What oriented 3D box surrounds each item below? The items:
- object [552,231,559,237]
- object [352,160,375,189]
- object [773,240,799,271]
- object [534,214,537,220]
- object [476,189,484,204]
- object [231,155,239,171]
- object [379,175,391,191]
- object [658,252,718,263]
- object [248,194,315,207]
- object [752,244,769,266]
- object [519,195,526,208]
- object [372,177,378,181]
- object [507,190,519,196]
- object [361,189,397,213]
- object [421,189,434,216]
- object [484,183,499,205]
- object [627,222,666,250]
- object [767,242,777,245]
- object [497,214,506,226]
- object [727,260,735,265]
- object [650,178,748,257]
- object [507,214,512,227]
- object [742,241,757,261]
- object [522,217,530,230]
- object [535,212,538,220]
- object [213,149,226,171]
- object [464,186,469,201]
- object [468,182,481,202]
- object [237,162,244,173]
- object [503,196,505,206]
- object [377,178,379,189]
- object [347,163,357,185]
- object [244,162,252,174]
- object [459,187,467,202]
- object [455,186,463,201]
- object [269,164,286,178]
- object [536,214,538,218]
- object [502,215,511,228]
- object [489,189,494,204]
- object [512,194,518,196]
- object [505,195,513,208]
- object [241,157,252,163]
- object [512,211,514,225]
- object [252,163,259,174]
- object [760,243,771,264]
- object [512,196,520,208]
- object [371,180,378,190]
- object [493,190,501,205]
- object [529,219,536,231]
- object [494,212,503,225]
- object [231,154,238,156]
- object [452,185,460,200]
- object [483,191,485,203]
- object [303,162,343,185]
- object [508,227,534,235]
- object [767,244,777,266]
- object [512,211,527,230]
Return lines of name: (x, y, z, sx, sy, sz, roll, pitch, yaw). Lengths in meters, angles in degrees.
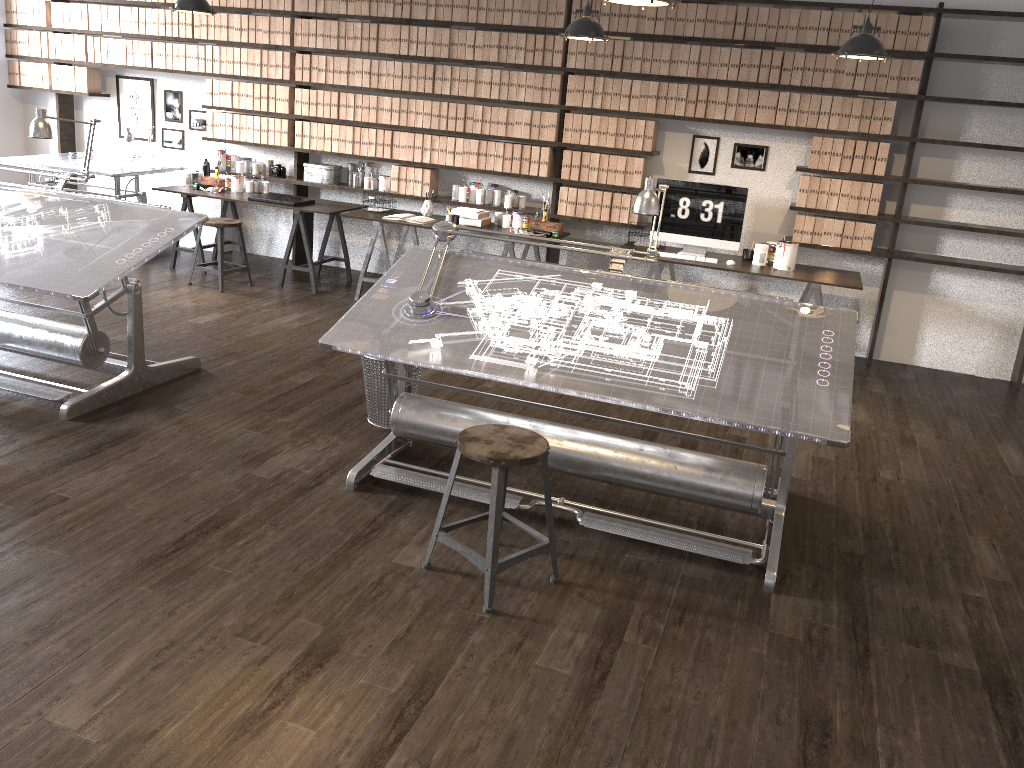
object: (0.328, -1.123, 6.646, 0.049, 0.037, 0.049, 12, 18, 20)
object: (-1.266, -1.800, 7.493, 0.181, 0.268, 0.158, 6, 16, 2)
object: (1.896, -0.885, 6.133, 0.144, 0.193, 0.147, 2, 17, -9)
object: (0.167, -1.249, 6.807, 0.040, 0.128, 0.005, 10, 16, 16)
object: (-0.256, -1.500, 7.099, 0.062, 0.118, 0.062, 1, 17, -13)
object: (-2.470, -1.969, 7.889, 0.070, 0.128, 0.071, -6, 19, -33)
object: (-1.065, -1.676, 7.408, 0.095, 0.126, 0.095, 13, 18, 23)
object: (1.221, -0.889, 6.221, 0.439, 0.017, 0.120, 9, 18, 13)
object: (-1.873, -1.497, 7.206, 0.447, 0.033, 0.315, 11, 19, 17)
object: (1.744, -0.905, 6.215, 0.095, 0.142, 0.095, -11, 23, -44)
object: (0.081, -1.461, 7.103, 0.062, 0.094, 0.062, -8, 21, -38)
object: (-1.156, -1.699, 7.497, 0.062, 0.092, 0.064, -1, 17, -19)
object: (0.002, -1.505, 7.173, 0.094, 0.128, 0.096, 7, 16, 5)
object: (-1.070, -1.475, 7.154, 0.204, 0.158, 0.287, 10, 18, 17)
object: (-0.679, -1.463, 7.151, 0.101, 0.206, 0.103, -3, 18, -26)
object: (-0.178, -1.535, 7.174, 0.094, 0.159, 0.207, 11, 18, 18)
object: (1.008, -1.105, 6.591, 0.284, 0.159, 0.206, 8, 17, 10)
object: (1.872, -0.947, 6.378, 0.095, 0.142, 0.095, 16, 20, 33)
object: (-0.079, -1.283, 6.933, 0.063, 0.092, 0.063, -5, 19, -30)
object: (1.519, -0.843, 6.140, 0.059, 0.028, 0.107, 9, 18, 14)
object: (1.340, -1.191, 6.383, 0.645, 0.511, 0.206, 11, 17, 17)
object: (-0.022, -1.279, 6.934, 0.045, 0.100, 0.045, 10, 17, 17)
object: (1.712, -0.961, 6.385, 0.096, 0.140, 0.093, 4, 16, -3)
object: (0.107, -1.220, 6.775, 0.050, 0.110, 0.049, 11, 17, 20)
object: (0.177, -1.248, 6.809, 0.033, 0.146, 0.005, 10, 16, 17)
object: (-2.590, -1.984, 7.847, 0.107, 0.174, 0.109, 11, 17, 19)
object: (-0.373, -1.543, 7.196, 0.045, 0.126, 0.045, 10, 17, 17)
object: (-0.303, -1.555, 7.202, 0.095, 0.160, 0.095, 9, 17, 13)
object: (-2.392, -1.908, 7.796, 0.062, 0.093, 0.062, 6, 16, 3)
object: (-0.042, -1.462, 7.106, 0.054, 0.080, 0.055, 7, 16, 8)
object: (-1.112, -1.684, 7.461, 0.045, 0.100, 0.045, 11, 17, 20)
object: (-1.378, -1.802, 7.620, 0.079, 0.186, 0.080, 4, 16, -3)
object: (-2.323, -1.899, 7.789, 0.062, 0.092, 0.064, 6, 16, 3)
object: (-0.393, -1.526, 7.139, 0.062, 0.118, 0.062, -1, 17, -21)
object: (-0.430, -1.547, 7.195, 0.063, 0.116, 0.063, -4, 19, -30)
object: (-2.054, -1.859, 7.712, 0.171, 0.107, 0.092, 11, 17, 17)
object: (0.175, -1.251, 6.828, 0.041, 0.123, 0.005, 9, 16, 14)
object: (-0.042, -1.262, 6.877, 0.062, 0.093, 0.062, -1, 18, -21)
object: (-0.172, -1.514, 7.162, 0.044, 0.126, 0.045, 16, 19, 34)
object: (0.020, -1.470, 7.112, 0.044, 0.101, 0.045, 8, 16, 9)
object: (-0.027, -1.444, 7.020, 0.062, 0.094, 0.062, -8, 21, -38)
object: (-2.367, -1.952, 7.899, 0.094, 0.126, 0.096, -9, 22, -40)
object: (0.048, -1.288, 6.941, 0.095, 0.126, 0.095, 9, 17, 13)
object: (-2.256, -1.894, 7.791, 0.062, 0.093, 0.062, 6, 16, 3)
object: (1.804, -0.928, 6.302, 0.097, 0.141, 0.096, 16, 20, 33)
object: (0.028, -1.451, 7.058, 0.063, 0.093, 0.064, -8, 21, -38)
object: (-1.121, -1.683, 7.469, 0.062, 0.092, 0.182, 15, 20, 30)
object: (-0.122, -1.498, 7.127, 0.062, 0.118, 0.062, 1, 17, -13)
object: (0.151, -1.222, 6.829, 0.060, 0.087, 0.060, 12, 18, 21)
object: (-0.107, -1.305, 6.991, 0.062, 0.093, 0.062, -5, 19, -30)
object: (-2.499, -1.994, 7.960, 0.072, 0.127, 0.072, -2, 18, -24)
object: (-0.458, -1.569, 7.253, 0.062, 0.118, 0.062, -4, 19, -30)
object: (-0.232, -1.512, 7.183, 0.054, 0.100, 0.055, 16, 19, 33)
object: (-1.628, -1.809, 7.612, 0.318, 0.150, 0.195, 11, 18, 17)
object: (0.072, -1.147, 6.640, 0.197, 0.050, 0.134, 2, 18, -11)
object: (1.839, -0.900, 6.224, 0.068, 0.153, 0.069, 4, 16, -6)
object: (0.059, -1.256, 6.827, 0.105, 0.140, 0.105, 13, 18, 24)
